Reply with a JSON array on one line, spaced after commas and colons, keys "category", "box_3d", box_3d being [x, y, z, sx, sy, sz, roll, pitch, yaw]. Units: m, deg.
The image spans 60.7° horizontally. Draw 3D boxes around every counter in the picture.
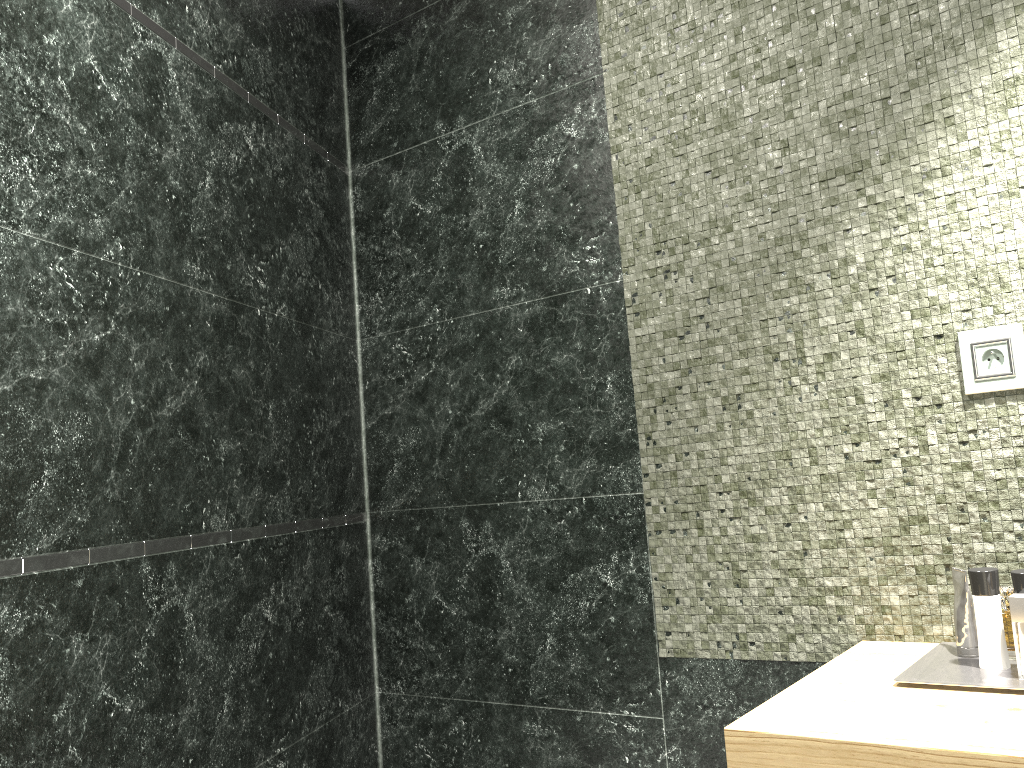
[{"category": "counter", "box_3d": [1.053, 0.658, 1.237, 1.234, 1.051, 0.689, -9, -8, 36]}]

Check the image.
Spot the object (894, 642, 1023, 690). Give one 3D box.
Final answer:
[{"category": "object", "box_3d": [0.873, 0.497, 1.534, 0.295, 0.011, 0.339, -10, -8, 37]}]

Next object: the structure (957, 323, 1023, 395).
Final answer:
[{"category": "structure", "box_3d": [0.963, -0.049, 1.749, 0.115, 0.128, 0.018, -9, -8, 35]}]

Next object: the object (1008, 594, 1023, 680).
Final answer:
[{"category": "object", "box_3d": [0.881, 0.421, 1.452, 0.078, 0.136, 0.034, -9, -8, 39]}]

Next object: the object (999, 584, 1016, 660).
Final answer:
[{"category": "object", "box_3d": [0.927, 0.437, 1.612, 0.078, 0.133, 0.061, -10, -8, 42]}]

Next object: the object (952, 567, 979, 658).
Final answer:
[{"category": "object", "box_3d": [0.861, 0.434, 1.663, 0.042, 0.163, 0.048, -10, -8, 43]}]
